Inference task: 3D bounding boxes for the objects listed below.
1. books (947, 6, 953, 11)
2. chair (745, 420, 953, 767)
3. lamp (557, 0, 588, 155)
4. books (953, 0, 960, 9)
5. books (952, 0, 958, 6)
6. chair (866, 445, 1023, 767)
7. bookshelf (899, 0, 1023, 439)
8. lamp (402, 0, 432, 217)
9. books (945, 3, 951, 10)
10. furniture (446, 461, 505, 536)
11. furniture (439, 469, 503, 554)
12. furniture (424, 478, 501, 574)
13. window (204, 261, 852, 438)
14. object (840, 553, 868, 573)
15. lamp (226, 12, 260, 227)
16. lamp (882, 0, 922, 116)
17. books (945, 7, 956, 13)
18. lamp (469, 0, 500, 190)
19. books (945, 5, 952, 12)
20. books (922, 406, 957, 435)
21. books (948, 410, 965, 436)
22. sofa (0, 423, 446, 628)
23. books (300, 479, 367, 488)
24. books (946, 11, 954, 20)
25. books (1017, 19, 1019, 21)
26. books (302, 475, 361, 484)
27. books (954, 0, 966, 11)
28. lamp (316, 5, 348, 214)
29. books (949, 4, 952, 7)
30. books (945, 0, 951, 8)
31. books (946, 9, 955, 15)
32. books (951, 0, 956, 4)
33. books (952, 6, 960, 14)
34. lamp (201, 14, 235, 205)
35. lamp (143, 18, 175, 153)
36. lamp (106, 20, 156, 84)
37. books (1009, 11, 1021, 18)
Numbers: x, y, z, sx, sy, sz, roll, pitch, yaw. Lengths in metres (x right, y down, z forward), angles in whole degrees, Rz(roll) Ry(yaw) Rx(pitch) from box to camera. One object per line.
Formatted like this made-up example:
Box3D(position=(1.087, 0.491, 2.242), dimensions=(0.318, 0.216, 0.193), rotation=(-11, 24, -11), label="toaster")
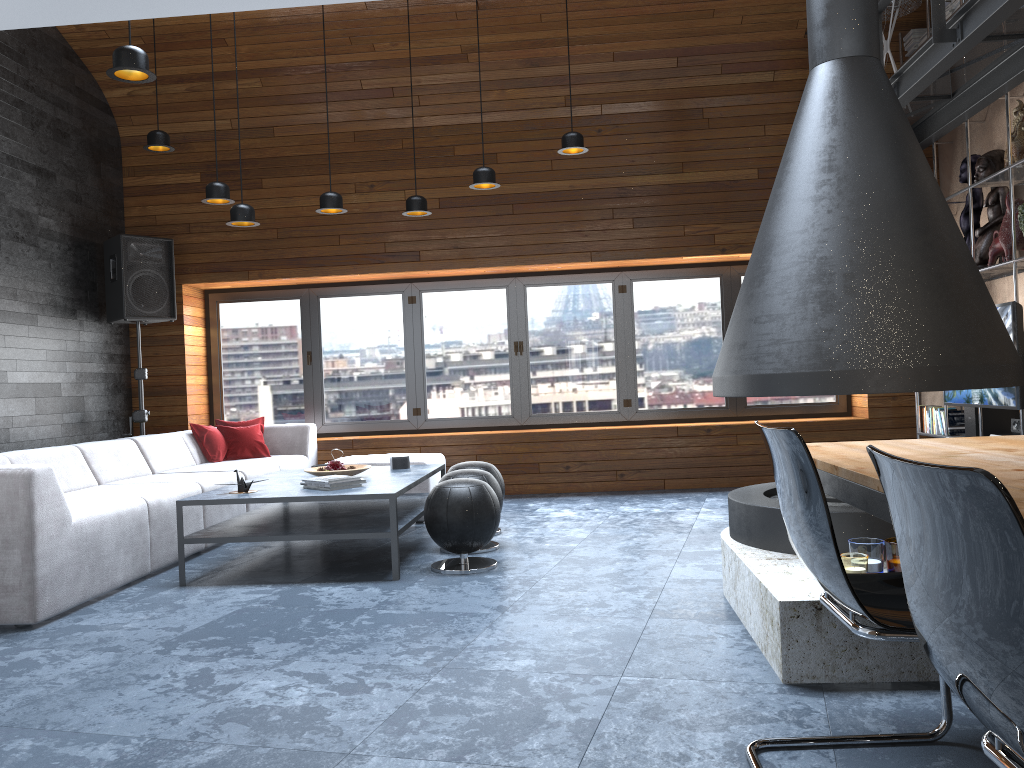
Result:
Box3D(position=(3.221, -2.669, 6.338), dimensions=(0.213, 0.017, 0.167), rotation=(-3, 0, 0), label="books")
Box3D(position=(0.838, 0.491, 1.982), dimensions=(0.599, 0.825, 0.527), rotation=(-3, 0, 5), label="chair")
Box3D(position=(0.383, -2.375, 6.066), dimensions=(0.210, 1.565, 0.210), rotation=(-3, 0, 42), label="lamp")
Box3D(position=(3.170, -2.618, 6.051), dimensions=(0.252, 0.016, 0.182), rotation=(-3, 0, 9), label="books")
Box3D(position=(3.172, -2.634, 6.050), dimensions=(0.258, 0.016, 0.181), rotation=(-3, 0, 6), label="books")
Box3D(position=(0.770, 0.492, 1.120), dimensions=(0.599, 0.825, 0.527), rotation=(-3, 0, 5), label="chair")
Box3D(position=(2.883, -2.299, 1.716), dimensions=(0.421, 6.219, 10.738), rotation=(-3, 0, 5), label="bookshelf")
Box3D(position=(-0.721, -2.214, 6.323), dimensions=(0.210, 2.003, 0.210), rotation=(-3, 0, 42), label="lamp")
Box3D(position=(3.217, -2.707, 6.340), dimensions=(0.206, 0.013, 0.161), rotation=(-3, 0, 0), label="books")
Box3D(position=(-0.243, 0.725, 5.667), dimensions=(0.402, 0.462, 0.401), rotation=(-3, 0, 45), label="furniture")
Box3D(position=(-0.251, 0.724, 5.141), dimensions=(0.402, 0.462, 0.401), rotation=(-3, 0, 25), label="furniture")
Box3D(position=(-0.257, 0.724, 4.631), dimensions=(0.401, 0.462, 0.402), rotation=(-3, 0, 20), label="furniture")
Box3D(position=(0.062, -0.297, 8.054), dimensions=(5.936, 1.522, 0.101), rotation=(-3, 0, 5), label="window")
Box3D(position=(1.114, 0.600, 2.883), dimensions=(0.086, 0.088, 0.086), rotation=(-3, 0, 10), label="object")
Box3D(position=(-1.768, -2.157, 5.669), dimensions=(0.210, 2.273, 0.210), rotation=(-3, 0, 42), label="lamp")
Box3D(position=(2.677, -2.411, 6.333), dimensions=(0.475, 1.002, 0.475), rotation=(-3, 0, 28), label="lamp")
Box3D(position=(3.211, -2.652, 6.324), dimensions=(0.234, 0.016, 0.182), rotation=(-2, 0, -5), label="books")
Box3D(position=(-0.225, -2.282, 5.957), dimensions=(0.210, 1.911, 0.210), rotation=(-3, 0, 42), label="lamp")
Box3D(position=(3.214, -2.684, 6.347), dimensions=(0.206, 0.012, 0.161), rotation=(-2, 0, -5), label="books")
Box3D(position=(3.312, 0.279, 6.810), dimensions=(0.139, 0.208, 0.461), rotation=(-3, 0, 4), label="books")
Box3D(position=(3.311, 0.290, 6.600), dimensions=(0.138, 0.185, 0.081), rotation=(-3, 0, 5), label="books")
Box3D(position=(-1.707, 0.676, 5.697), dimensions=(2.204, 0.693, 4.035), rotation=(-3, 0, 5), label="sofa")
Box3D(position=(-0.965, 0.531, 4.799), dimensions=(0.239, 0.021, 0.299), rotation=(-2, 0, -44), label="books")
Box3D(position=(3.208, -2.613, 6.340), dimensions=(0.240, 0.028, 0.180), rotation=(-2, 0, -5), label="books")
Box3D(position=(3.130, -2.402, 5.622), dimensions=(0.137, 0.216, 0.049), rotation=(-3, 0, 5), label="books")
Box3D(position=(-0.967, 0.511, 4.756), dimensions=(0.210, 0.017, 0.265), rotation=(-2, 0, -44), label="books")
Box3D(position=(3.170, -2.587, 6.051), dimensions=(0.239, 0.021, 0.174), rotation=(-3, 0, 10), label="books")
Box3D(position=(-1.254, -2.175, 5.953), dimensions=(0.210, 2.034, 0.210), rotation=(-3, 0, 42), label="lamp")
Box3D(position=(3.224, -2.696, 6.348), dimensions=(0.208, 0.013, 0.161), rotation=(-3, 0, 10), label="books")
Box3D(position=(3.203, -2.725, 6.341), dimensions=(0.268, 0.025, 0.176), rotation=(-3, 0, 5), label="books")
Box3D(position=(3.213, -2.636, 6.325), dimensions=(0.234, 0.016, 0.182), rotation=(-3, 0, 10), label="books")
Box3D(position=(3.163, -2.655, 6.051), dimensions=(0.258, 0.028, 0.180), rotation=(-3, 0, 10), label="books")
Box3D(position=(3.168, -2.568, 6.047), dimensions=(0.247, 0.016, 0.182), rotation=(-3, 0, 5), label="books")
Box3D(position=(-1.980, -2.219, 5.847), dimensions=(0.210, 2.036, 0.210), rotation=(-3, 0, 42), label="lamp")
Box3D(position=(-2.541, -2.358, 6.313), dimensions=(0.210, 1.369, 0.210), rotation=(-3, 0, 42), label="lamp")
Box3D(position=(-1.801, -3.006, 4.041), dimensions=(0.210, 3.209, 0.210), rotation=(-3, 0, 27), label="lamp")
Box3D(position=(3.111, -2.391, 5.565), dimensions=(0.138, 0.191, 0.049), rotation=(-3, 0, 5), label="books")
